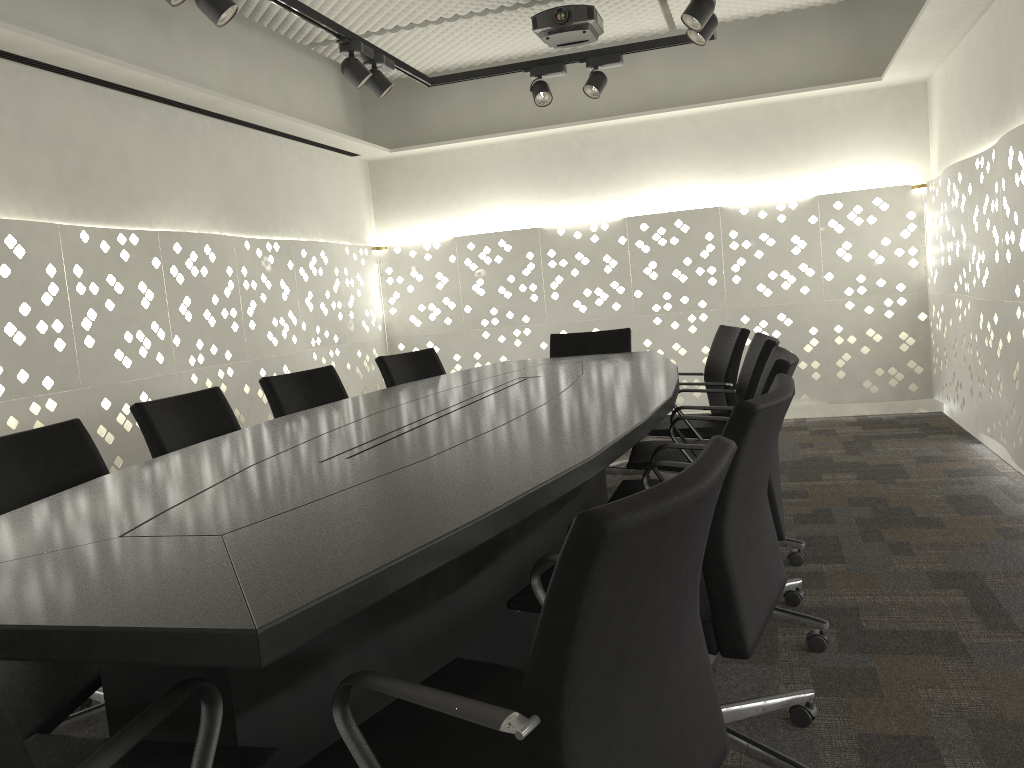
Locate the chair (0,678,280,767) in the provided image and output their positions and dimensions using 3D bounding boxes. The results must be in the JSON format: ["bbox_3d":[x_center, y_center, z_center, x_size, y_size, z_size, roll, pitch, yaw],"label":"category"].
[{"bbox_3d":[-0.600,0.547,1.013,0.559,0.757,0.579,-3,6,21],"label":"chair"}]

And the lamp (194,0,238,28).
[{"bbox_3d":[-0.910,-1.220,2.756,0.126,0.224,0.213,-3,6,19],"label":"lamp"}]

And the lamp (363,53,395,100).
[{"bbox_3d":[-0.581,-1.365,3.909,0.126,0.224,0.213,-3,6,19],"label":"lamp"}]

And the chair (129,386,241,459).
[{"bbox_3d":[-0.818,0.392,2.789,0.579,0.757,0.559,-3,6,21],"label":"chair"}]

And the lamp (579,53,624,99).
[{"bbox_3d":[0.436,-1.496,4.281,0.214,0.224,0.118,-5,6,5],"label":"lamp"}]

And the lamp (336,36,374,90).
[{"bbox_3d":[-0.642,-1.338,3.696,0.126,0.224,0.213,-3,6,19],"label":"lamp"}]

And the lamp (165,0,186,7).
[{"bbox_3d":[-0.971,-1.194,2.543,0.126,0.224,0.213,-3,6,19],"label":"lamp"}]

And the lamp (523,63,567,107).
[{"bbox_3d":[0.162,-1.478,4.351,0.213,0.224,0.126,-3,6,19],"label":"lamp"}]

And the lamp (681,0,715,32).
[{"bbox_3d":[0.677,-1.418,3.259,0.126,0.224,0.213,-3,6,19],"label":"lamp"}]

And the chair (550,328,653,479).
[{"bbox_3d":[0.387,0.129,4.317,0.559,0.757,0.579,-3,6,21],"label":"chair"}]

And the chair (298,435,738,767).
[{"bbox_3d":[0.027,0.476,1.135,0.579,0.757,0.559,-1,7,36],"label":"chair"}]

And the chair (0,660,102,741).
[{"bbox_3d":[-0.974,0.534,1.498,0.579,0.757,0.559,-5,6,6],"label":"chair"}]

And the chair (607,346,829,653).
[{"bbox_3d":[0.533,0.305,2.392,0.579,0.757,0.559,-3,6,21],"label":"chair"}]

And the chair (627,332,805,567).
[{"bbox_3d":[0.679,0.228,3.042,0.579,0.757,0.559,-4,6,16],"label":"chair"}]

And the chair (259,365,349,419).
[{"bbox_3d":[-0.601,0.313,3.383,0.579,0.757,0.559,-2,7,31],"label":"chair"}]

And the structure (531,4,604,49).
[{"bbox_3d":[0.294,-1.856,4.607,0.327,0.144,0.371,-4,6,16],"label":"structure"}]

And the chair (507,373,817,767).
[{"bbox_3d":[0.315,0.388,1.758,0.579,0.757,0.559,-2,7,31],"label":"chair"}]

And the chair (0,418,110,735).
[{"bbox_3d":[-0.930,0.469,2.108,0.579,0.757,0.559,-4,6,16],"label":"chair"}]

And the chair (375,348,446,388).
[{"bbox_3d":[-0.272,0.218,4.037,0.579,0.757,0.559,-1,7,36],"label":"chair"}]

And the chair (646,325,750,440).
[{"bbox_3d":[0.751,0.154,3.719,0.579,0.757,0.559,-5,6,6],"label":"chair"}]

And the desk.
[{"bbox_3d":[-0.117,0.394,2.627,1.223,0.658,3.364,-4,6,16],"label":"desk"}]

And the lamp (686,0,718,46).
[{"bbox_3d":[0.738,-1.445,3.472,0.126,0.224,0.213,-3,6,19],"label":"lamp"}]
